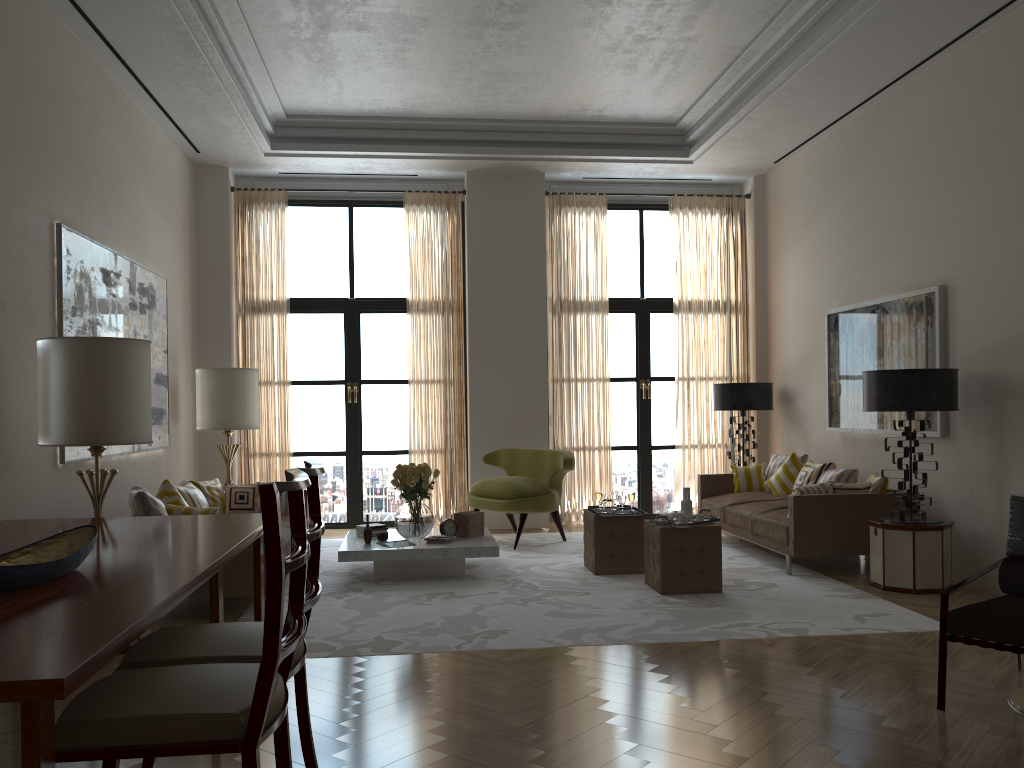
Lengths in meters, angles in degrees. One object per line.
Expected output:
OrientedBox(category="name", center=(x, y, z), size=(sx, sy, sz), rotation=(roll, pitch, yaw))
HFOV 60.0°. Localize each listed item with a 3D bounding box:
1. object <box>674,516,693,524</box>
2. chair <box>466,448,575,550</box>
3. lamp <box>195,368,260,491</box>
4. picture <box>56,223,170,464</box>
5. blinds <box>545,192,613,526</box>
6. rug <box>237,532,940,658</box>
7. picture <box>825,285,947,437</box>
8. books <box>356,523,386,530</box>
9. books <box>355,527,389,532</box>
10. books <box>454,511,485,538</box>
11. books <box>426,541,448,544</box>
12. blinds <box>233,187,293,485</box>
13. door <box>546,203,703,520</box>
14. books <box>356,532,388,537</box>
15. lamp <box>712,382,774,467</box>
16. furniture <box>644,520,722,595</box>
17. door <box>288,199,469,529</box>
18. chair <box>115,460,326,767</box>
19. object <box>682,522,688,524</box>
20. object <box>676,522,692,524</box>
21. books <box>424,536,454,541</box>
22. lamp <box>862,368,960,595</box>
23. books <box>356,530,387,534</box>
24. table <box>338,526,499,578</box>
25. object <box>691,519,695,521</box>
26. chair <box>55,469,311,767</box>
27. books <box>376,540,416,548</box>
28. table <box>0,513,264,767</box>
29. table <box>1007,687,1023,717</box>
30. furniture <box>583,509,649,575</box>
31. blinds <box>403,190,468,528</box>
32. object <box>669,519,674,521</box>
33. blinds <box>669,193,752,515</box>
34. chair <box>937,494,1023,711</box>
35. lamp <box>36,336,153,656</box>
OrientedBox(category="object", center=(1.582, 1.258, 8.181), size=(0.176, 0.067, 0.176), rotation=(-1, -1, -5))
OrientedBox(category="chair", center=(0.015, 1.453, 11.398), size=(1.029, 1.213, 1.791), rotation=(0, -1, -39))
OrientedBox(category="lamp", center=(-3.569, 0.939, 11.161), size=(0.767, 2.255, 0.768), rotation=(-1, 0, -43))
OrientedBox(category="picture", center=(-3.891, -0.290, 8.859), size=(0.045, 1.998, 3.062), rotation=(-1, -1, -6))
OrientedBox(category="blinds", center=(0.987, -0.333, 12.964), size=(0.960, 4.874, 0.419), rotation=(-1, 0, -4))
OrientedBox(category="rug", center=(0.306, 1.929, 9.227), size=(5.517, 0.065, 5.733), rotation=(-1, -2, -6))
OrientedBox(category="picture", center=(4.039, -0.190, 9.744), size=(0.080, 1.480, 2.267), rotation=(-1, -1, -8))
OrientedBox(category="books", center=(-1.532, 1.552, 9.648), size=(0.260, 0.030, 0.207), rotation=(0, -2, -39))
OrientedBox(category="books", center=(-1.527, 1.579, 9.657), size=(0.280, 0.024, 0.230), rotation=(1, -2, -41))
OrientedBox(category="books", center=(-0.463, 1.510, 9.545), size=(0.210, 0.264, 0.281), rotation=(-1, -1, 44))
OrientedBox(category="books", center=(-0.762, 1.623, 9.169), size=(0.197, 0.024, 0.256), rotation=(-1, -2, 11))
OrientedBox(category="blinds", center=(-3.476, -0.281, 12.465), size=(0.780, 4.886, 0.419), rotation=(-1, 0, -4))
OrientedBox(category="door", center=(1.985, -0.325, 13.300), size=(3.086, 4.767, 0.240), rotation=(-1, 0, -6))
OrientedBox(category="books", center=(-1.525, 1.634, 9.656), size=(0.280, 0.035, 0.207), rotation=(0, -2, -39))
OrientedBox(category="lamp", center=(3.260, 1.001, 12.480), size=(0.829, 2.018, 0.830), rotation=(-1, 0, -2))
OrientedBox(category="furniture", center=(1.601, 1.614, 8.348), size=(0.613, 0.616, 0.614), rotation=(-1, -1, -6))
OrientedBox(category="door", center=(-2.283, -0.281, 12.824), size=(3.258, 4.767, 0.240), rotation=(-1, 0, -6))
OrientedBox(category="chair", center=(-1.205, 1.086, 3.641), size=(0.878, 1.505, 0.656), rotation=(-1, 0, -6))
OrientedBox(category="object", center=(1.577, 1.276, 8.081), size=(0.053, 0.026, 0.049), rotation=(-1, -1, -5))
OrientedBox(category="object", center=(1.569, 1.279, 8.115), size=(0.187, 0.015, 0.041), rotation=(0, -1, -20))
OrientedBox(category="books", center=(-0.752, 1.599, 9.171), size=(0.255, 0.026, 0.202), rotation=(-1, -2, 19))
OrientedBox(category="lamp", center=(3.723, 0.882, 8.275), size=(0.829, 2.018, 0.830), rotation=(-1, 0, -6))
OrientedBox(category="books", center=(-1.527, 1.604, 9.644), size=(0.262, 0.024, 0.207), rotation=(1, -2, -43))
OrientedBox(category="table", center=(-0.994, 1.817, 9.492), size=(1.583, 0.343, 1.501), rotation=(-1, -1, -6))
OrientedBox(category="object", center=(1.746, 1.286, 8.416), size=(0.041, 0.015, 0.187), rotation=(-2, -2, 35))
OrientedBox(category="chair", center=(-1.121, 1.068, 2.999), size=(0.878, 1.505, 0.656), rotation=(-1, 0, -6))
OrientedBox(category="books", center=(-1.184, 1.619, 9.046), size=(0.281, 0.038, 0.384), rotation=(0, -2, -34))
OrientedBox(category="table", center=(-2.293, 1.361, 4.152), size=(1.800, 1.027, 3.801), rotation=(-1, -1, -6))
OrientedBox(category="table", center=(2.241, 1.515, 3.408), size=(0.584, 0.547, 0.584), rotation=(-1, -1, 33))
OrientedBox(category="furniture", center=(1.093, 1.647, 9.328), size=(0.613, 0.616, 0.614), rotation=(-1, -1, -6))
OrientedBox(category="blinds", center=(-1.098, -0.311, 12.730), size=(0.874, 4.874, 0.418), rotation=(-1, 0, -4))
OrientedBox(category="object", center=(1.468, 1.268, 8.239), size=(0.052, 0.027, 0.080), rotation=(-2, -2, 41))
OrientedBox(category="blinds", center=(2.951, -0.354, 13.181), size=(1.242, 4.874, 0.418), rotation=(-1, 0, -4))
OrientedBox(category="chair", center=(3.084, 1.246, 5.004), size=(1.134, 1.135, 0.877), rotation=(0, -1, -41))
OrientedBox(category="lamp", center=(-3.052, 0.808, 6.528), size=(0.767, 2.255, 0.768), rotation=(-1, 0, -40))
